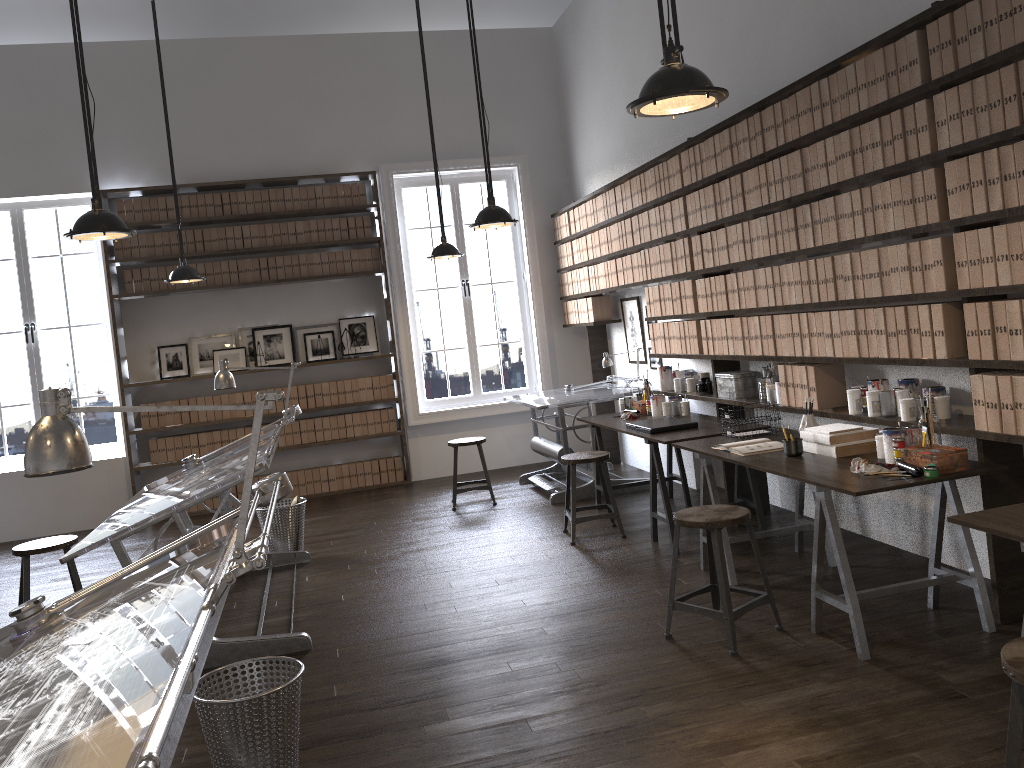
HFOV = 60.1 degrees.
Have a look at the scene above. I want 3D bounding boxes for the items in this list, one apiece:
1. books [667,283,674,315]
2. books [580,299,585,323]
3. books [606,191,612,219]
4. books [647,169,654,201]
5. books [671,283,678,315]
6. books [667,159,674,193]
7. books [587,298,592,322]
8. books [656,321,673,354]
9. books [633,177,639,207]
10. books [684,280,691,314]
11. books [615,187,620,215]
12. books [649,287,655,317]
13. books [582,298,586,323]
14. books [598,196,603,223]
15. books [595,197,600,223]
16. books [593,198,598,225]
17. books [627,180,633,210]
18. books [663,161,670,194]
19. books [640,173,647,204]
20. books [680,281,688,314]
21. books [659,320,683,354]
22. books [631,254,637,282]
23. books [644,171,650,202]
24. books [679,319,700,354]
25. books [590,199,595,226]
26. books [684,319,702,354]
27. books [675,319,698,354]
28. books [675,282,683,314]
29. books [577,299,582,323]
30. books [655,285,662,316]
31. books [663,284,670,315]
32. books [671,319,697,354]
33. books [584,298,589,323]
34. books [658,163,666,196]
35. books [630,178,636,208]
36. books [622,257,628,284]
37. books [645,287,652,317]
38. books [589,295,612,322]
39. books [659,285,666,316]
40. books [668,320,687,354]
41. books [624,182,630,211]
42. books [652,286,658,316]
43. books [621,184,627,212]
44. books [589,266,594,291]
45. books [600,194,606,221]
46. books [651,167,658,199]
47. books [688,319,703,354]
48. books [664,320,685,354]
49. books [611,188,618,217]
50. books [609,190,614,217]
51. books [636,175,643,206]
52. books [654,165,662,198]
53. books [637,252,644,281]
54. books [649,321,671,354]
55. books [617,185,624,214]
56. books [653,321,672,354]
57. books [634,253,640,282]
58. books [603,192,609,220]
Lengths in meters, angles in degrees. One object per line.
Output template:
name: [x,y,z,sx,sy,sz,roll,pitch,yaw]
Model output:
books: [1.185,-0.599,6.201,0.174,0.225,0.066,-7,1,-13]
books: [0.732,-0.682,8.192,0.175,0.225,0.066,-7,1,-13]
books: [0.866,-1.458,7.198,0.175,0.225,0.066,-7,1,-13]
books: [1.067,-1.421,6.313,0.174,0.225,0.066,-7,1,-13]
books: [1.206,-0.597,6.132,0.175,0.225,0.066,-7,1,-13]
books: [1.150,-1.407,5.971,0.174,0.225,0.066,-7,1,-13]
books: [0.780,-0.675,7.999,0.174,0.225,0.066,-7,1,-13]
books: [1.155,-0.342,6.473,0.175,0.225,0.066,-7,1,-13]
books: [1.004,-1.433,6.589,0.175,0.225,0.066,-7,1,-13]
books: [1.254,-0.588,5.913,0.175,0.225,0.066,-7,1,-13]
books: [0.916,-1.450,6.989,0.175,0.225,0.066,-7,1,-13]
books: [1.111,-0.613,6.531,0.175,0.225,0.066,-7,1,-13]
books: [0.747,-0.680,8.132,0.175,0.225,0.066,-7,1,-13]
books: [0.819,-1.466,7.400,0.174,0.225,0.066,-7,1,-13]
books: [0.807,-1.470,7.469,0.174,0.225,0.066,-7,1,-13]
books: [0.790,-1.472,7.537,0.175,0.225,0.066,-7,1,-13]
books: [0.973,-1.437,6.714,0.175,0.225,0.067,-7,1,-13]
books: [1.132,-1.410,6.038,0.175,0.225,0.066,-7,1,-13]
books: [1.038,-1.427,6.450,0.175,0.225,0.066,-7,1,-13]
books: [1.239,-0.591,5.987,0.175,0.225,0.066,-7,1,-13]
books: [1.170,-0.339,6.402,0.175,0.225,0.067,-7,1,-13]
books: [1.020,-0.893,6.804,0.175,0.225,0.066,-7,1,-13]
books: [1.056,-1.424,6.382,0.174,0.225,0.066,-7,1,-13]
books: [1.247,-0.324,6.056,0.175,0.225,0.067,-7,1,-13]
books: [0.770,-1.475,7.604,0.175,0.225,0.067,-7,1,-13]
books: [1.266,-0.322,5.995,0.175,0.225,0.066,-7,1,-13]
books: [1.231,-0.327,6.126,0.175,0.225,0.066,-7,1,-13]
books: [1.217,-0.593,6.058,0.175,0.225,0.067,-7,1,-13]
books: [0.713,-0.685,8.263,0.175,0.225,0.067,-7,1,-13]
books: [1.137,-0.607,6.404,0.175,0.225,0.067,-7,1,-13]
books: [1.174,-0.603,6.271,0.174,0.225,0.066,-7,1,-13]
books: [1.218,-0.330,6.197,0.174,0.225,0.066,-7,1,-13]
books: [0.757,-0.677,8.065,0.175,0.225,0.067,-7,1,-13]
books: [1.115,-1.413,6.111,0.175,0.225,0.066,-7,1,-13]
books: [0.992,-1.435,6.650,0.175,0.225,0.066,-7,1,-13]
books: [0.975,-0.902,7.004,0.174,0.225,0.066,-7,1,-13]
books: [1.093,-0.616,6.601,0.175,0.225,0.067,-7,1,-13]
books: [0.793,-0.672,7.931,0.175,0.225,0.066,-7,1,-13]
books: [1.158,-0.606,6.340,0.175,0.225,0.066,-7,1,-13]
books: [1.207,-0.334,6.266,0.174,0.225,0.066,-7,1,-13]
books: [0.963,-1.441,6.781,0.175,0.225,0.066,-7,1,-13]
books: [1.127,-0.611,6.470,0.175,0.225,0.066,-7,1,-13]
books: [0.947,-1.444,6.851,0.174,0.225,0.066,-7,1,-13]
books: [0.782,-0.936,7.838,0.175,0.225,0.066,-7,1,-13]
books: [0.832,-1.463,7.329,0.175,0.225,0.066,-7,1,-13]
books: [1.080,-1.418,6.242,0.175,0.225,0.066,-7,1,-13]
books: [1.283,-0.320,5.932,0.175,0.225,0.066,-7,1,-13]
books: [1.189,-0.336,6.334,0.175,0.225,0.066,-7,1,-13]
books: [0.894,-1.452,7.061,0.175,0.225,0.067,-7,1,-13]
books: [0.883,-1.456,7.134,0.175,0.225,0.066,-7,1,-13]
books: [1.019,-1.430,6.518,0.175,0.225,0.067,-7,1,-13]
books: [1.096,-1.415,6.172,0.175,0.225,0.067,-7,1,-13]
books: [1.047,-0.887,6.671,0.175,0.225,0.067,-7,1,-13]
books: [1.124,-0.347,6.598,0.175,0.225,0.067,-7,1,-13]
books: [0.928,-1.446,6.919,0.174,0.225,0.066,-7,1,-13]
books: [1.143,-0.345,6.534,0.175,0.225,0.066,-7,1,-13]
books: [1.032,-0.890,6.742,0.175,0.225,0.066,-7,1,-13]
books: [0.848,-1.460,7.258,0.175,0.225,0.067,-7,1,-13]
